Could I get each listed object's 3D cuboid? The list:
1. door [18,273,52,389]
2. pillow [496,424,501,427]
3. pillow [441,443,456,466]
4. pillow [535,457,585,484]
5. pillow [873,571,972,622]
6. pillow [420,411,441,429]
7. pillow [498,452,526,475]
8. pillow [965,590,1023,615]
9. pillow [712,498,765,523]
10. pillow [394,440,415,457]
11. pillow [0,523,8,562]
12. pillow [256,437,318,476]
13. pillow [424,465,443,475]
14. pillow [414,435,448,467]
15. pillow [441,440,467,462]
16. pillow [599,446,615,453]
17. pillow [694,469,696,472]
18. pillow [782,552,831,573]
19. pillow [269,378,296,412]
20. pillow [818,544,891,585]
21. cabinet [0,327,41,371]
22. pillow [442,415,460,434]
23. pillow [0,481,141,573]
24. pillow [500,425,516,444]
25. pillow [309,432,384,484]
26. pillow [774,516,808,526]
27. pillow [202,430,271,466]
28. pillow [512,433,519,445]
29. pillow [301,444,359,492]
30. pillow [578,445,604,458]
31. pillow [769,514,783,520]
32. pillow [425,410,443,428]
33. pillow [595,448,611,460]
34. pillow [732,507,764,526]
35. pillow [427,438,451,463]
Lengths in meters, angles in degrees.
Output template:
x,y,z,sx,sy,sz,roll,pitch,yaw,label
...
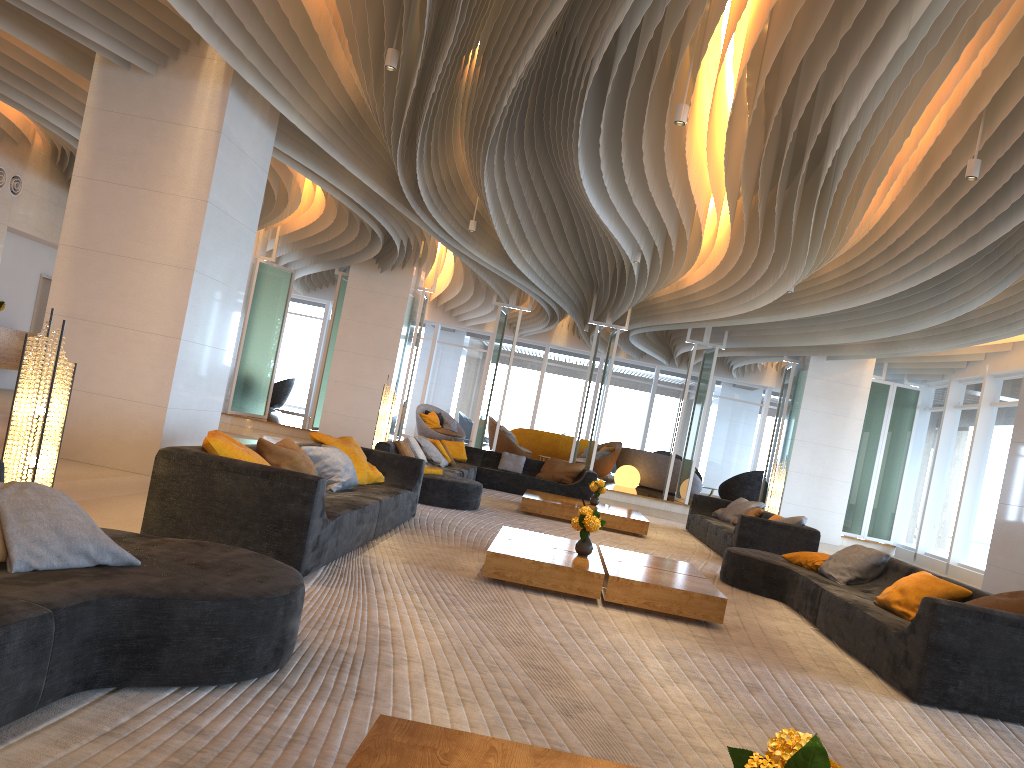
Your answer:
x,y,z,sx,sy,sz,roll,pitch,yaw,label
-8.612,-0.909,16.409,0.246,2.100,1.408,11,-1,4,door
-0.285,1.145,20.497,0.372,0.422,0.606,11,-2,1,pillow
-1.020,1.031,13.149,0.337,0.319,0.404,12,-2,-29,pillow
0.795,1.423,14.534,0.628,0.377,0.557,10,-2,24,pillow
2.815,1.505,6.169,0.449,0.394,0.638,11,-2,2,pillow
-2.042,0.908,22.425,0.465,0.454,0.630,11,-2,19,pillow
-0.001,1.295,14.536,0.406,0.312,0.323,11,-1,4,pillow
2.862,1.394,5.314,0.538,0.377,0.650,10,-2,25,pillow
3.296,1.844,12.992,0.555,0.377,0.630,12,-2,-19,pillow
-1.277,0.857,10.852,0.327,0.311,0.425,11,-2,5,pillow
-1.772,0.393,2.728,0.396,0.391,0.607,11,-2,6,pillow
-1.496,0.587,5.985,0.442,0.409,0.603,11,-2,5,pillow
-1.082,0.986,10.535,0.402,0.136,0.426,9,-3,36,pillow
-1.156,0.960,12.658,0.547,0.377,0.651,11,-2,-2,pillow
-0.954,1.084,14.549,0.416,0.316,0.335,12,-2,-26,pillow
2.214,1.665,21.076,0.377,0.422,0.597,12,-2,-19,pillow
4.521,2.254,22.902,0.504,0.408,0.464,11,-1,0,pillow
2.811,1.634,8.112,0.598,0.192,0.440,13,-3,-33,pillow
-6.633,0.220,24.425,1.132,1.005,1.525,11,-2,6,pillow
2.897,1.570,7.588,0.461,0.416,0.666,11,-2,3,pillow
-8.454,-0.614,14.578,0.558,0.661,1.514,11,-2,4,cabinet
-1.605,1.048,22.957,0.514,0.408,0.455,12,-2,-30,pillow
-1.586,0.485,3.066,0.461,0.246,0.438,10,-3,38,pillow
-0.097,1.184,20.148,0.478,0.454,0.614,12,-2,-16,pillow
-1.454,0.667,7.926,0.538,0.377,0.650,10,-2,25,pillow
3.150,1.693,10.409,0.538,0.377,0.650,10,-2,25,pillow
-1.600,0.515,5.343,0.555,0.377,0.630,12,-2,-19,pillow
-0.030,1.258,20.832,0.456,0.408,0.513,11,-2,25,pillow
-1.445,0.686,7.025,0.419,0.377,0.589,11,-2,5,pillow
1.911,1.636,21.333,0.482,0.454,0.608,12,-2,-36,pillow
3.158,1.747,10.923,0.321,0.312,0.409,11,-2,5,pillow
-1.995,0.918,22.830,0.364,0.422,0.619,10,-2,36,pillow
2.066,1.664,20.674,0.462,0.408,0.506,11,-2,5,pillow
3.227,1.819,12.149,0.322,0.312,0.408,11,-2,1,pillow
-1.092,0.982,12.994,0.331,0.335,0.414,12,-2,-32,pillow
